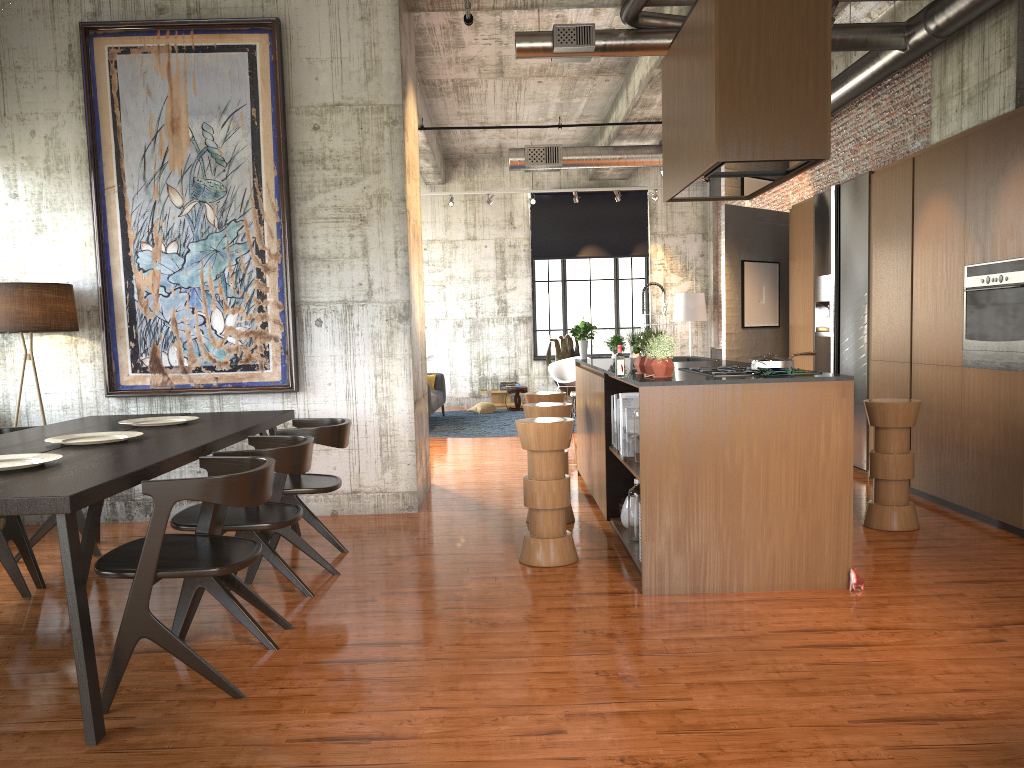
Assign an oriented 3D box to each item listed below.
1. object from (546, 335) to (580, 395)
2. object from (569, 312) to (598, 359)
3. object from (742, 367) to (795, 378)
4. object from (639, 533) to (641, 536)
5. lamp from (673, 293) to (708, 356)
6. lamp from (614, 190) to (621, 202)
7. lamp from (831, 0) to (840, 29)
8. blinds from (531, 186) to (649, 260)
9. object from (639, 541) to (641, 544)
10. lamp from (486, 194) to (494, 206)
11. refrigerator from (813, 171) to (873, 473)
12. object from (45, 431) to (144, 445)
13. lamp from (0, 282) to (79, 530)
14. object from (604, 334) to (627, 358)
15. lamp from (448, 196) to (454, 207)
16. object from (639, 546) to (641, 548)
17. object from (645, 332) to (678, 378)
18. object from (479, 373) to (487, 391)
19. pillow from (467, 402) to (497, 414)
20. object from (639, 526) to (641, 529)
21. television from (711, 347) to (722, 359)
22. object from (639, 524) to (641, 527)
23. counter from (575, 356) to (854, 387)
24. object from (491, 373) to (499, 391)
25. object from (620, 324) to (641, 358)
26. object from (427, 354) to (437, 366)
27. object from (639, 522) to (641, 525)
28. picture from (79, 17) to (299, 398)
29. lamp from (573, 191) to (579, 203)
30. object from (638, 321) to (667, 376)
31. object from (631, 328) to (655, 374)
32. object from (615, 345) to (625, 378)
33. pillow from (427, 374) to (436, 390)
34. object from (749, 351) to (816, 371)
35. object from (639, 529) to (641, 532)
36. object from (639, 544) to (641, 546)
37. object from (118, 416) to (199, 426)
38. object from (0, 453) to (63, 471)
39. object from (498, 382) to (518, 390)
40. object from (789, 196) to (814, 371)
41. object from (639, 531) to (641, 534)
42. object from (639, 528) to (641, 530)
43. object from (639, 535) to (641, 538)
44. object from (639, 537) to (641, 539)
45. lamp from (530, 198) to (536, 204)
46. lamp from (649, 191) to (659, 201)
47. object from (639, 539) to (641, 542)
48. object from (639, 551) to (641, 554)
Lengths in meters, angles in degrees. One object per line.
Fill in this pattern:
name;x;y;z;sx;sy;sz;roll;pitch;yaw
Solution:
object;1.077;-0.397;18.433;0.728;1.300;0.455;-1;5;11
object;0.748;-0.507;9.285;0.268;0.503;0.303;3;6;41
object;1.537;-0.080;5.338;0.391;0.068;0.184;-5;5;-44
object;0.955;0.951;5.548;0.314;0.032;0.313;1;4;36
lamp;3.689;-0.740;18.319;0.694;2.249;0.705;0;5;22
lamp;2.090;-3.713;17.561;0.102;0.252;0.165;3;7;44
lamp;2.197;-2.568;6.187;0.102;0.216;0.225;-2;4;-5
blinds;1.629;-3.359;18.559;2.443;1.468;0.150;-2;5;0
object;0.957;1.002;5.553;0.314;0.033;0.314;-4;4;-32
lamp;-0.432;-3.639;17.560;0.182;0.241;0.101;-2;5;-6
refrigerator;4.078;-0.617;9.549;1.211;3.059;1.513;-2;5;-1
object;-2.449;0.321;5.208;0.527;0.025;0.525;-1;3;9
lamp;-3.932;0.221;7.293;0.752;2.062;0.750;-1;5;11
object;1.098;-0.401;9.350;0.236;0.258;0.231;2;6;37
lamp;-1.205;-3.616;17.583;0.102;0.229;0.198;-1;5;9
object;0.957;1.029;5.555;0.314;0.030;0.314;-4;4;-37
object;0.937;-0.185;5.554;0.221;0.284;0.210;-1;5;7
object;-0.591;-0.037;18.429;0.163;0.362;0.162;-2;5;-3
pillow;-0.552;0.472;17.278;0.503;0.248;0.480;-4;5;-34
object;0.954;0.904;5.544;0.314;0.030;0.314;-4;4;-37
television;4.067;-0.312;17.180;0.285;0.795;1.087;-3;4;-14
object;0.953;0.890;5.542;0.314;0.033;0.314;-4;4;-38
counter;1.329;-0.071;7.301;1.245;0.175;4.352;-2;3;-1
object;-0.360;-0.043;18.432;0.163;0.362;0.162;-1;5;2
object;1.298;-0.467;9.324;0.305;0.382;0.361;1;5;33
object;-1.640;0.003;10.006;1.888;2.069;1.509;0;5;22
object;0.953;0.877;5.541;0.314;0.033;0.314;-4;4;-32
picture;-2.709;-1.460;7.495;1.655;3.129;0.141;-2;5;-1
lamp;1.264;-3.689;17.548;0.102;0.252;0.164;1;5;24
object;0.911;-0.240;5.788;0.196;0.368;0.186;2;6;39
object;0.902;-0.226;6.033;0.179;0.312;0.172;-1;5;5
object;0.688;-0.145;5.650;0.056;0.209;0.055;-2;5;-1
pillow;-1.567;-0.041;16.302;0.434;0.319;0.168;-4;5;-26
object;1.792;-0.152;5.835;0.331;0.121;0.728;1;4;35
object;0.955;0.928;5.546;0.314;0.034;0.314;-4;4;-36
object;0.957;1.015;5.554;0.314;0.033;0.314;-4;4;-38
object;-2.463;0.263;6.193;0.527;0.025;0.525;-1;3;9
object;-2.434;0.379;4.223;0.527;0.025;0.525;-1;3;9
object;-0.076;0.044;18.527;0.423;0.153;0.381;-2;4;-1
object;3.943;-0.692;10.756;0.859;3.054;0.908;-2;5;-1
object;0.955;0.940;5.547;0.314;0.029;0.314;-4;4;-37
object;0.954;0.917;5.545;0.314;0.031;0.313;-2;3;-9
object;0.955;0.963;5.549;0.314;0.033;0.313;1;4;35
object;0.956;0.974;5.551;0.314;0.034;0.314;-4;4;-36
lamp;0.410;-3.664;17.592;0.102;0.212;0.260;-2;4;-6
lamp;2.837;-3.732;17.621;0.225;0.216;0.102;2;6;40
object;0.956;0.986;5.551;0.314;0.032;0.314;-4;4;-38
object;0.958;1.065;5.559;0.314;0.029;0.314;-4;4;-37
